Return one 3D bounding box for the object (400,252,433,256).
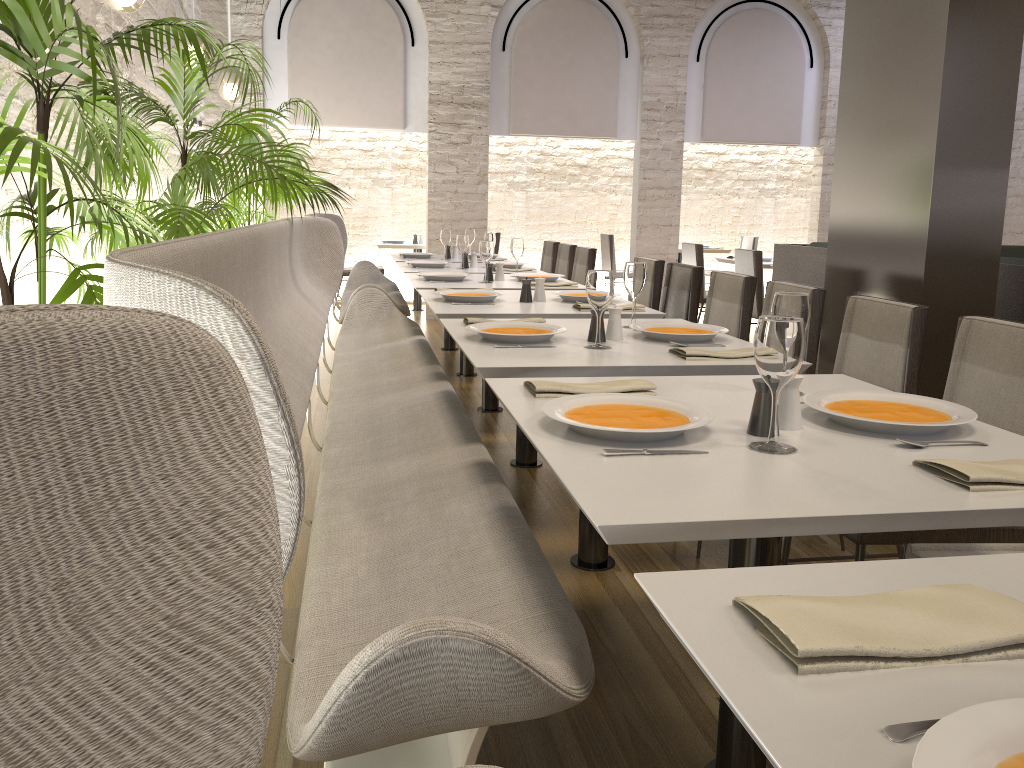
[{"bbox_3d":[-0.816,-1.104,7.546,0.273,0.033,0.143,-1,11,-10],"label":"object"}]

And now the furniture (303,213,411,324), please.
[{"bbox_3d":[-1.178,-0.730,6.735,0.707,1.090,2.602,0,11,-10],"label":"furniture"}]

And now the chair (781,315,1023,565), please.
[{"bbox_3d":[1.036,0.293,2.274,0.565,0.900,0.414,0,9,-10],"label":"chair"}]

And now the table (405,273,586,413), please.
[{"bbox_3d":[-0.125,-0.222,5.136,0.936,0.755,1.017,-1,10,-10],"label":"table"}]

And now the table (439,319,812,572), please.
[{"bbox_3d":[0.273,0.225,2.910,0.936,0.755,1.017,-1,10,-10],"label":"table"}]

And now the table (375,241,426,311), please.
[{"bbox_3d":[-1.081,-1.219,10.099,0.936,0.755,1.017,-1,10,-10],"label":"table"}]

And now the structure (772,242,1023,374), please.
[{"bbox_3d":[3.789,0.596,0.794,2.372,0.994,10.821,-1,11,-10],"label":"structure"}]

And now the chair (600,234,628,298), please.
[{"bbox_3d":[1.341,-1.321,10.513,0.565,0.900,0.414,0,9,-10],"label":"chair"}]

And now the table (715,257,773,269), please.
[{"bbox_3d":[2.450,-0.728,7.994,0.936,0.755,1.017,-1,10,-10],"label":"table"}]

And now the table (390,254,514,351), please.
[{"bbox_3d":[-0.515,-0.660,7.319,0.936,0.755,1.017,-1,10,-10],"label":"table"}]

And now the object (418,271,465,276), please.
[{"bbox_3d":[-0.426,-0.666,5.364,0.273,0.033,0.143,-1,11,-10],"label":"object"}]

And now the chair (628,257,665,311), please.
[{"bbox_3d":[0.537,-0.267,5.067,0.565,0.900,0.414,0,9,-10],"label":"chair"}]

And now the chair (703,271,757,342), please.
[{"bbox_3d":[0.736,-0.043,3.951,0.565,0.900,0.414,0,9,-10],"label":"chair"}]

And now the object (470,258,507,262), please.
[{"bbox_3d":[-0.184,-0.974,6.953,0.273,0.033,0.143,-1,11,-10],"label":"object"}]

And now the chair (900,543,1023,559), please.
[{"bbox_3d":[1.133,0.403,1.729,0.565,0.900,0.414,0,9,-10],"label":"chair"}]

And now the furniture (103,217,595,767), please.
[{"bbox_3d":[-0.540,-0.012,3.159,0.709,1.090,4.506,0,11,-10],"label":"furniture"}]

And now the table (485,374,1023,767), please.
[{"bbox_3d":[0.475,0.451,1.780,0.936,0.755,1.017,-1,10,-10],"label":"table"}]

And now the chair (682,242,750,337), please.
[{"bbox_3d":[1.809,-0.795,7.896,0.565,0.900,0.414,0,9,-10],"label":"chair"}]

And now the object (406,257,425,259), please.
[{"bbox_3d":[-0.747,-0.998,7.032,0.185,0.010,0.017,-1,11,-10],"label":"object"}]

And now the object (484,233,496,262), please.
[{"bbox_3d":[-0.160,-0.978,6.430,0.086,0.229,0.086,5,10,19],"label":"object"}]

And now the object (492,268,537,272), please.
[{"bbox_3d":[0.014,-0.751,5.844,0.273,0.033,0.143,-1,11,-10],"label":"object"}]

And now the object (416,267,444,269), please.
[{"bbox_3d":[-0.549,-0.776,5.923,0.185,0.010,0.017,-1,11,-10],"label":"object"}]

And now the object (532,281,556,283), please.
[{"bbox_3d":[0.172,-0.569,4.942,0.181,0.015,0.038,0,11,-9],"label":"object"}]

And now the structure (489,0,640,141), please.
[{"bbox_3d":[0.563,-3.443,9.308,1.633,1.664,0.098,-1,9,-10],"label":"structure"}]

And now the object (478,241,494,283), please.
[{"bbox_3d":[-0.142,-0.672,4.878,0.086,0.229,0.086,5,10,19],"label":"object"}]

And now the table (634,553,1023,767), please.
[{"bbox_3d":[0.677,0.679,0.648,0.936,0.755,1.017,-1,10,-10],"label":"table"}]

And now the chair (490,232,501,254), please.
[{"bbox_3d":[-0.435,-1.297,10.197,0.565,0.900,0.414,0,9,-10],"label":"chair"}]

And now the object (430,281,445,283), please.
[{"bbox_3d":[-0.357,-0.560,4.850,0.185,0.010,0.017,-1,11,-10],"label":"object"}]

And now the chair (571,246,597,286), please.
[{"bbox_3d":[0.292,-0.542,6.438,0.565,0.900,0.414,0,9,-10],"label":"chair"}]

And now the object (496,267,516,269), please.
[{"bbox_3d":[-0.020,-0.785,6.015,0.181,0.015,0.038,0,11,-9],"label":"object"}]

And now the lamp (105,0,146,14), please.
[{"bbox_3d":[-1.343,-2.309,2.969,0.178,2.028,0.179,-3,10,-25],"label":"lamp"}]

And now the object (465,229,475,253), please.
[{"bbox_3d":[-0.356,-1.198,7.527,0.086,0.229,0.086,5,10,19],"label":"object"}]

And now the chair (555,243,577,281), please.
[{"bbox_3d":[0.194,-0.651,6.983,0.565,0.900,0.414,0,9,-10],"label":"chair"}]

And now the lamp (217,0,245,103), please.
[{"bbox_3d":[-1.831,-2.857,5.696,0.178,2.028,0.178,-4,10,-31],"label":"lamp"}]

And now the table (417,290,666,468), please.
[{"bbox_3d":[0.069,-0.004,4.049,0.936,0.755,1.017,-1,10,-10],"label":"table"}]

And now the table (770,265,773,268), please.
[{"bbox_3d":[2.648,-0.505,6.885,0.936,0.755,1.017,-1,10,-10],"label":"table"}]

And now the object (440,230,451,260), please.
[{"bbox_3d":[-0.528,-1.106,7.041,0.086,0.229,0.086,5,10,19],"label":"object"}]

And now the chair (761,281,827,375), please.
[{"bbox_3d":[0.835,0.068,3.398,0.565,0.900,0.414,0,9,-10],"label":"chair"}]

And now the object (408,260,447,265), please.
[{"bbox_3d":[-0.618,-0.882,6.437,0.273,0.033,0.143,-1,11,-10],"label":"object"}]

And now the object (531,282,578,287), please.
[{"bbox_3d":[0.206,-0.536,4.771,0.273,0.033,0.143,-1,11,-10],"label":"object"}]

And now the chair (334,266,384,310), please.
[{"bbox_3d":[-1.727,-1.281,9.968,0.565,0.900,0.414,0,9,-10],"label":"chair"}]

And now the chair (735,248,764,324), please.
[{"bbox_3d":[2.006,-0.574,6.792,0.565,0.900,0.414,0,9,-10],"label":"chair"}]

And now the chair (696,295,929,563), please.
[{"bbox_3d":[0.938,0.183,2.823,0.565,0.900,0.414,0,9,-10],"label":"chair"}]

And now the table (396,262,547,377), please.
[{"bbox_3d":[-0.317,-0.437,6.210,0.936,0.755,1.017,-1,10,-10],"label":"table"}]

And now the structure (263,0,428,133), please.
[{"bbox_3d":[-1.662,-3.414,8.912,1.633,1.664,0.098,-1,9,-10],"label":"structure"}]

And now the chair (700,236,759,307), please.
[{"bbox_3d":[2.633,-1.337,10.743,0.565,0.900,0.414,0,9,-10],"label":"chair"}]

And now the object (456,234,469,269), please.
[{"bbox_3d":[-0.332,-0.886,5.945,0.086,0.229,0.086,5,10,19],"label":"object"}]

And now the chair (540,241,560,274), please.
[{"bbox_3d":[0.094,-0.764,7.545,0.565,0.900,0.414,0,9,-10],"label":"chair"}]

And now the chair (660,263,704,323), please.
[{"bbox_3d":[0.634,-0.158,4.525,0.565,0.900,0.414,0,9,-10],"label":"chair"}]

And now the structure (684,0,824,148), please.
[{"bbox_3d":[2.651,-3.470,9.679,1.633,1.664,0.098,-1,9,-10],"label":"structure"}]

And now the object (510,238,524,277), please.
[{"bbox_3d":[0.030,-0.764,5.363,0.086,0.229,0.086,5,10,19],"label":"object"}]

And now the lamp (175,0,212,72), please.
[{"bbox_3d":[-1.590,-2.586,4.346,0.178,2.028,0.178,-4,10,-31],"label":"lamp"}]

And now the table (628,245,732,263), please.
[{"bbox_3d":[1.973,-1.259,10.642,0.936,0.755,1.017,-1,10,-10],"label":"table"}]
